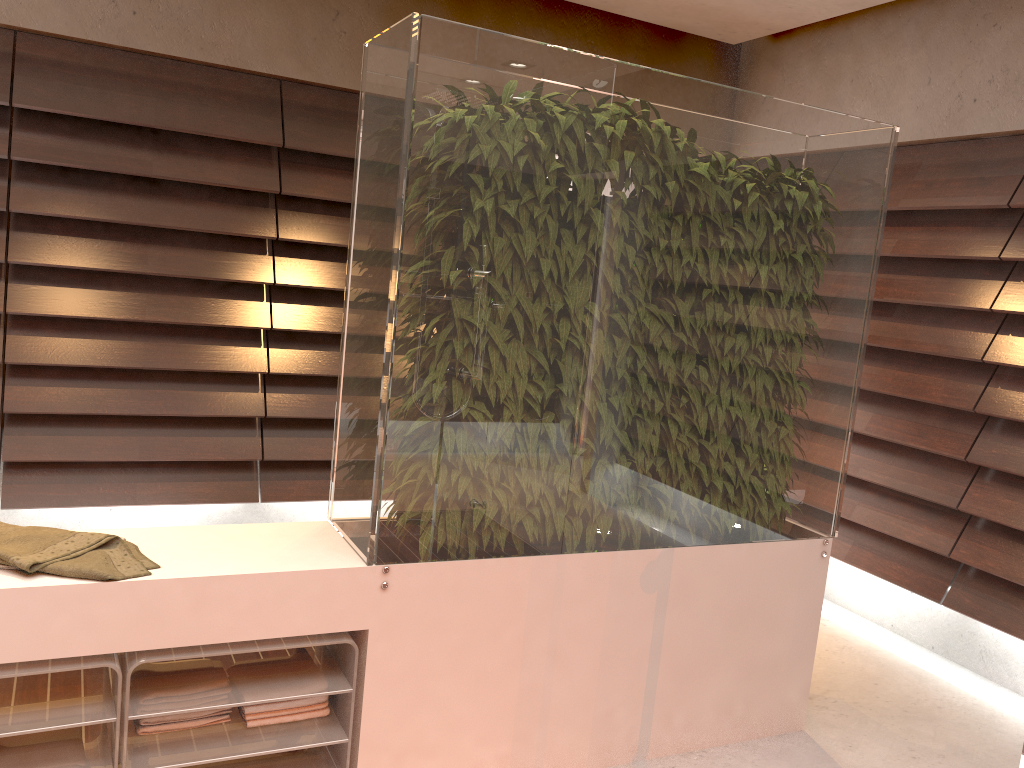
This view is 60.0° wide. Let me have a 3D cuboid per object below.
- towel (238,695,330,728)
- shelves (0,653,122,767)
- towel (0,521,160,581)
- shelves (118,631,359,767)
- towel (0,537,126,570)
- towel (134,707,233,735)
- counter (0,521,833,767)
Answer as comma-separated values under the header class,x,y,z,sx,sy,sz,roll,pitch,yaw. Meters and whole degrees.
class,x,y,z,sx,sy,sz,roll,pitch,yaw
towel,-0.573,0.734,2.170,0.221,0.098,0.220,2,8,-28
shelves,-1.100,0.747,1.849,0.487,0.436,0.368,2,8,-29
towel,-1.013,0.327,1.879,0.571,0.057,0.258,8,7,14
shelves,-0.666,0.759,2.100,0.487,0.436,0.368,2,8,-27
towel,-1.045,0.342,1.862,0.394,0.027,0.202,5,7,-7
towel,-0.782,0.722,2.098,0.220,0.098,0.221,2,8,-28
counter,-0.458,0.644,2.171,2.931,0.686,0.350,2,8,-27
